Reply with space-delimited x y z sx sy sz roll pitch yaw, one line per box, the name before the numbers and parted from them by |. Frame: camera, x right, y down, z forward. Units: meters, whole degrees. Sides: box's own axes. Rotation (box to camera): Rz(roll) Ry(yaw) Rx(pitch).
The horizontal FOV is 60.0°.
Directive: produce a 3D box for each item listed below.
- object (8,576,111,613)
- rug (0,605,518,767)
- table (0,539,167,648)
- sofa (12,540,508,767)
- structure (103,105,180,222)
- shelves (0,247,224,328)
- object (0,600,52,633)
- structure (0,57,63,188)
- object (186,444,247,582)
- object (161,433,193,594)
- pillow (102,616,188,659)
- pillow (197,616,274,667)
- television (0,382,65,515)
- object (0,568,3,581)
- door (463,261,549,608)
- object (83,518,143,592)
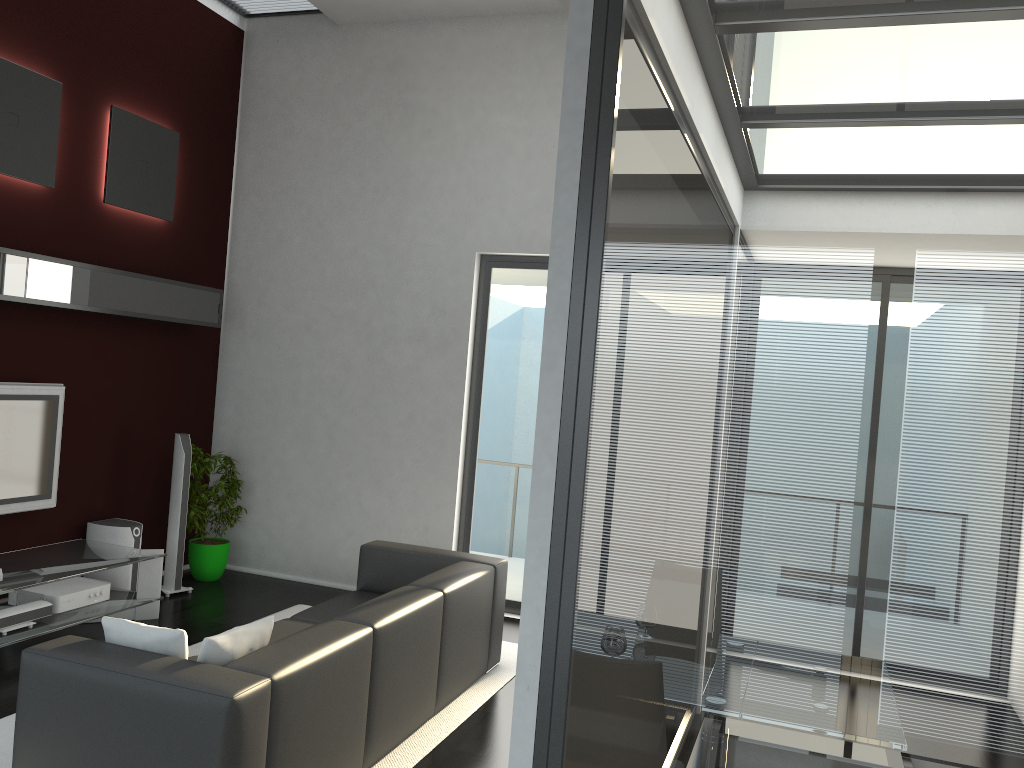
object | -2.829 1.316 5.567 0.412 0.106 0.449 5 0 19
rug | -1.269 1.636 4.411 1.875 0.009 3.695 5 0 19
table | -2.968 0.952 5.030 0.771 1.093 2.046 5 0 19
sofa | -0.916 1.321 4.310 0.943 0.652 2.781 5 0 19
structure | -2.689 -1.579 6.435 0.055 0.676 0.678 5 0 19
shelves | -3.564 -0.679 3.732 0.305 0.301 6.988 5 0 19
object | -2.823 1.308 4.972 0.182 0.090 0.470 5 0 19
structure | -3.049 -1.604 5.387 0.055 0.676 0.678 5 0 19
object | -2.389 1.002 6.979 0.507 1.068 0.599 5 0 4
object | -2.457 0.938 6.517 0.215 1.141 0.228 5 0 34
pillow | -1.367 1.066 3.359 0.376 0.358 0.186 5 0 20
pillow | -1.081 1.088 3.366 0.169 0.361 0.376 5 0 21
television | -3.186 0.386 5.092 0.099 0.807 1.436 5 0 19
object | -2.986 1.033 4.689 0.273 0.073 0.439 5 0 19
door | 0.602 0.425 6.529 1.900 2.600 0.050 5 0 19
object | -2.779 1.239 6.237 0.323 0.518 0.286 5 0 19
